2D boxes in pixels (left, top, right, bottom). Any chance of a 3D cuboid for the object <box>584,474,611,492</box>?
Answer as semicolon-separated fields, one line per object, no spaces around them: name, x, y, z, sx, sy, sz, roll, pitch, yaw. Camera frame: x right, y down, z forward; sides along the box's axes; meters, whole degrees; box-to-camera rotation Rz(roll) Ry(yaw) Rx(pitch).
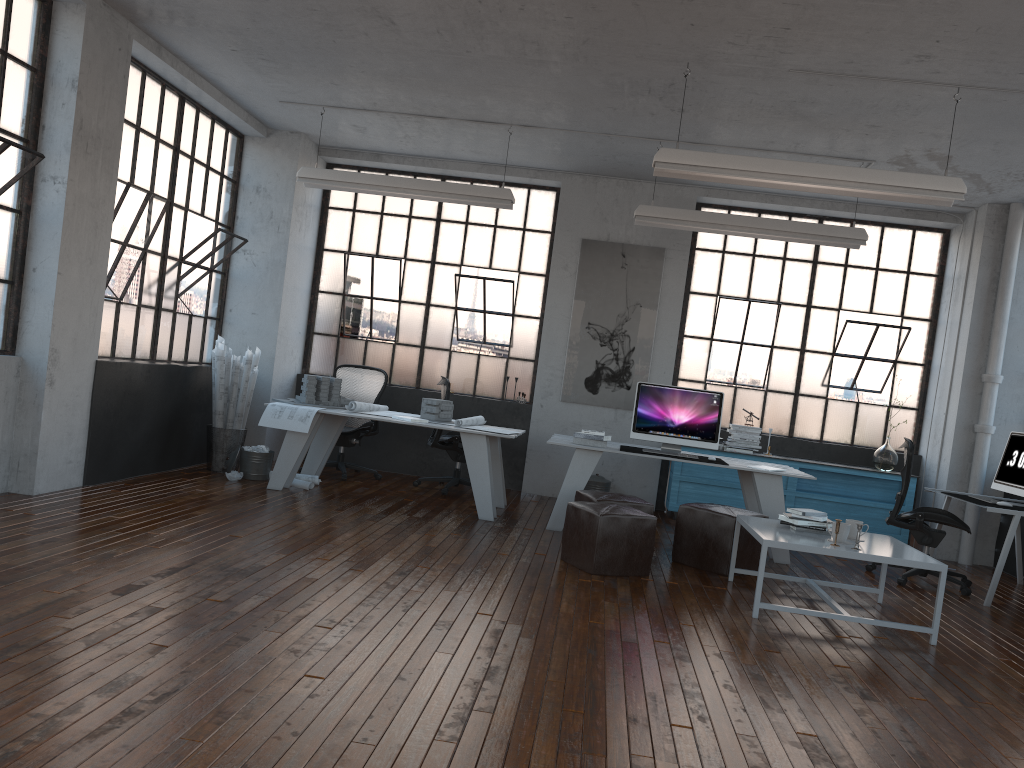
object;0.833;1.045;8.816;0.292;0.308;0.293;8;2;34

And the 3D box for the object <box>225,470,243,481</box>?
object;-2.328;0.771;7.431;0.135;0.084;0.107;7;1;-4

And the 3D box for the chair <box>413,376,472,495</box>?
chair;-0.498;0.491;8.567;0.793;1.087;0.769;7;2;-25

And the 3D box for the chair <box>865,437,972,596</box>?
chair;3.227;0.985;6.836;0.792;1.087;0.770;8;2;10

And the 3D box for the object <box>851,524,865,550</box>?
object;1.950;0.857;4.990;0.055;0.153;0.055;7;2;-18

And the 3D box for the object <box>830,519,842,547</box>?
object;1.844;0.844;5.033;0.053;0.148;0.052;5;3;-44

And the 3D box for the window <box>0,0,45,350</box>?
window;-3.236;-1.322;4.445;0.669;2.261;2.455;8;1;6

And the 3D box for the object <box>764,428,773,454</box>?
object;2.561;0.570;8.831;0.084;0.257;0.084;7;2;-17

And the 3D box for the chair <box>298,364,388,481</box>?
chair;-1.583;0.351;8.607;0.770;1.086;0.792;7;2;0

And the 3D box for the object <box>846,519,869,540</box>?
object;2.097;0.890;5.405;0.129;0.109;0.101;8;1;14

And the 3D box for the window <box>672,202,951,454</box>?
window;2.992;-0.566;9.025;2.589;2.393;0.669;7;2;6

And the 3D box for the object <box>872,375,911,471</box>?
object;3.680;0.376;8.466;0.232;0.940;0.433;7;2;-13

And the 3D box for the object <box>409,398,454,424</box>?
object;-0.650;0.227;7.687;0.415;0.183;0.389;8;1;36

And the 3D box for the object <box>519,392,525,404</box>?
object;0.108;0.143;9.203;0.058;0.117;0.032;8;2;20

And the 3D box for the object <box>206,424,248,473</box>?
object;-2.554;0.578;7.883;0.354;0.398;0.354;8;1;12

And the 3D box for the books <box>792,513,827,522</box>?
books;1.849;0.823;5.505;0.184;0.026;0.125;8;1;36

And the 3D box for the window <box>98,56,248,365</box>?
window;-2.924;-1.312;7.507;0.669;2.393;2.589;8;1;6

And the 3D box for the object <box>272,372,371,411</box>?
object;-1.638;0.043;7.720;0.737;0.306;0.433;7;1;-39

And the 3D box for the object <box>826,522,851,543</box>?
object;1.909;0.868;5.196;0.129;0.109;0.101;8;1;14

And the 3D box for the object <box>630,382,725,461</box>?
object;1.341;0.297;7.206;0.714;0.553;0.377;7;2;7

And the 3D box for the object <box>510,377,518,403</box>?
object;0.033;0.062;9.240;0.085;0.260;0.085;6;2;-31

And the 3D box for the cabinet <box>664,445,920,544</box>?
cabinet;2.650;1.081;8.640;2.261;0.733;0.626;7;1;6

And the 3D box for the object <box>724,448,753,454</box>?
object;2.189;0.647;8.583;0.253;0.014;0.187;7;1;6

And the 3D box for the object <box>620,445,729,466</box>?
object;1.303;0.577;7.214;0.848;0.008;0.687;7;1;7

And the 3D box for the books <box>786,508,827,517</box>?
books;1.830;0.797;5.508;0.202;0.026;0.141;7;1;-24

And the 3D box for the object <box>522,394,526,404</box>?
object;0.128;0.153;9.275;0.058;0.102;0.032;9;2;41

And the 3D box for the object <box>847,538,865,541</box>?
object;2.078;0.943;5.408;0.137;0.003;0.137;8;1;27

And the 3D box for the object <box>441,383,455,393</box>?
object;-0.660;0.041;9.314;0.124;0.100;0.124;8;1;28

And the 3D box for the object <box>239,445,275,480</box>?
object;-2.219;0.671;7.692;0.291;0.294;0.290;6;2;-43

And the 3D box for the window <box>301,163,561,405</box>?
window;-0.864;-1.065;9.404;2.589;2.393;0.669;7;2;6

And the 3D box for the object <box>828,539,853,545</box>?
object;1.923;0.925;5.192;0.137;0.003;0.137;8;1;27

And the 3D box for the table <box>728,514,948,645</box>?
table;1.908;1.148;5.370;0.991;0.445;0.972;7;1;6

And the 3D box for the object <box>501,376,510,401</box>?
object;-0.058;0.050;9.265;0.085;0.260;0.085;6;2;-31

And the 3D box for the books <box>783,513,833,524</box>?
books;1.849;0.838;5.536;0.275;0.014;0.200;7;1;6

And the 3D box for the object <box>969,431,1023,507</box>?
object;3.784;0.634;6.713;0.377;0.553;0.714;8;1;7

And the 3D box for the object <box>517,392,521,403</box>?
object;0.074;0.138;9.263;0.032;0.117;0.058;6;2;-33

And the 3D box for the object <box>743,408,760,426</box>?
object;2.357;0.330;8.754;0.093;0.161;0.177;6;1;-26

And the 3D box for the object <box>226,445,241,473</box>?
object;-2.404;0.659;7.621;0.107;0.281;0.292;7;1;-21

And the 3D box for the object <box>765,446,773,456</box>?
object;2.514;0.653;8.671;0.088;0.085;0.088;8;1;10

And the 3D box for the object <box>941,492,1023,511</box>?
object;3.746;0.915;6.726;0.687;0.008;0.848;7;1;7

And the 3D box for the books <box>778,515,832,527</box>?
books;1.838;0.855;5.541;0.272;0.031;0.200;7;1;-19

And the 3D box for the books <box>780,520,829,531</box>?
books;1.834;0.878;5.543;0.273;0.025;0.210;8;1;26
